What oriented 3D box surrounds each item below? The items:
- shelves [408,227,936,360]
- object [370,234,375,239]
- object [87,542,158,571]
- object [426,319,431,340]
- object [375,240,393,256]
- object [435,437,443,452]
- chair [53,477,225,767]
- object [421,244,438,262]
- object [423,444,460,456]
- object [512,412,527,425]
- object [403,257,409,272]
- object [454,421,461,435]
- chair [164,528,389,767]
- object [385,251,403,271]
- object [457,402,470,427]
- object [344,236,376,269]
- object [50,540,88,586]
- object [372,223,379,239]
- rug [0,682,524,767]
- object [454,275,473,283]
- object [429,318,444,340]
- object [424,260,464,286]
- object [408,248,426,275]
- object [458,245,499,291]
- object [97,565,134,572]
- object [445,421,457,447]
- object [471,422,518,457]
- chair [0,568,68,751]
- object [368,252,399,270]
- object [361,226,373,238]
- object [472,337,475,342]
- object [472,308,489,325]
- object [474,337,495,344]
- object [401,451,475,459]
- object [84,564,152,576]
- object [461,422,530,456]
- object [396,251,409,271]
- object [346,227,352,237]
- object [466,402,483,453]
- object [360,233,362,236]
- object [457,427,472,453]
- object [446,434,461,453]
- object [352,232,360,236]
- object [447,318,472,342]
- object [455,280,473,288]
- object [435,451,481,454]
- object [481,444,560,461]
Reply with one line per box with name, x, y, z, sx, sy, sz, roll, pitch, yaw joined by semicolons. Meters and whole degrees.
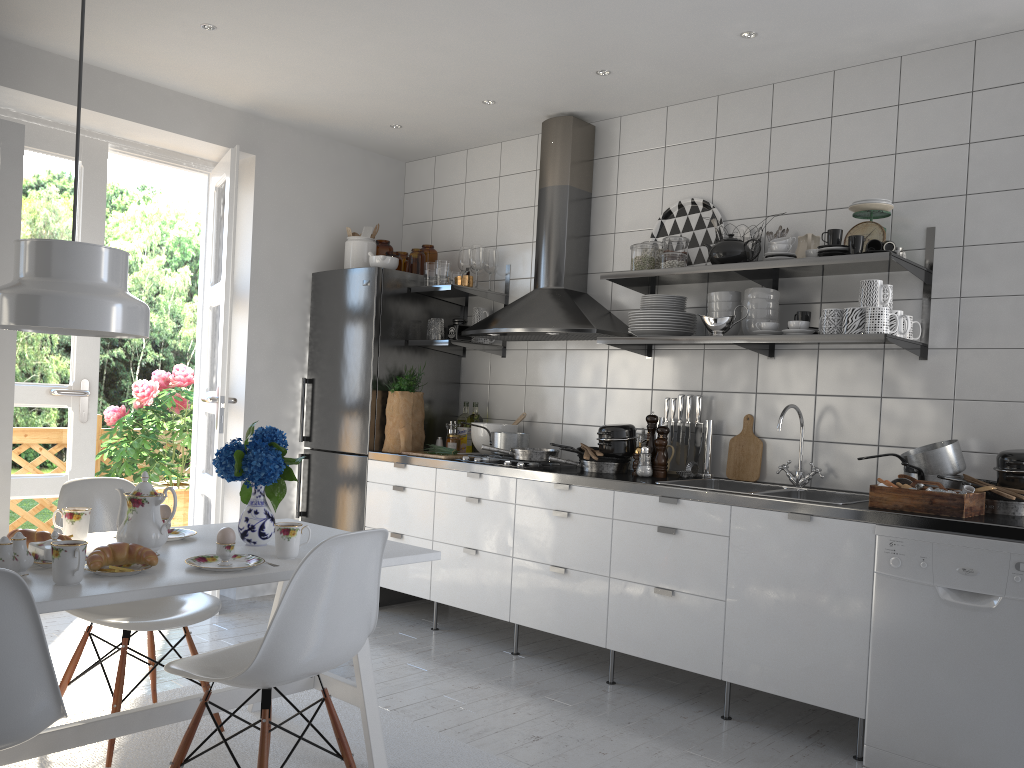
shelves;0.526;-0.388;4.094;2.537;0.512;0.427;2;-1;42
object;-0.809;-0.737;5.017;0.050;0.247;0.114;3;1;7
object;-0.971;0.427;2.201;0.161;0.057;0.124;4;-1;-33
object;-0.426;-0.290;4.829;0.086;0.119;0.086;3;0;-38
object;-0.761;-0.719;5.187;0.117;0.236;0.117;3;1;-23
object;-0.396;0.329;4.827;0.046;0.084;0.046;3;1;19
chair;-1.231;0.725;2.870;0.542;0.801;0.465;3;1;36
object;-0.481;-0.689;5.031;0.097;0.195;0.097;3;1;41
object;-0.382;0.337;4.522;0.142;0.053;0.276;3;-1;-33
object;-0.039;0.262;4.698;0.221;0.232;0.080;3;1;2
object;-0.576;-0.658;5.081;0.093;0.127;0.093;3;0;-27
object;-0.317;0.291;4.896;0.059;0.172;0.059;3;1;1
chair;-0.603;0.745;2.288;0.542;0.801;0.465;3;1;31
object;-0.686;-0.677;5.085;0.113;0.154;0.113;3;0;-20
object;-0.261;0.239;4.936;0.066;0.282;0.066;4;1;37
object;-0.857;-0.715;5.005;0.173;0.208;0.174;3;0;37
object;-1.015;0.411;2.024;0.078;0.095;0.091;3;0;-12
object;-0.804;-0.759;5.009;0.131;0.296;0.056;3;1;21
rug;-1.190;1.117;2.282;1.425;0.004;2.311;2;-2;42
object;-0.257;-0.549;4.708;0.100;0.048;0.100;3;-1;-25
object;-0.401;-0.291;4.732;0.086;0.119;0.086;3;0;38
object;-0.373;-0.582;4.785;0.190;0.134;0.229;3;-1;32
object;-0.528;-0.672;4.935;0.093;0.154;0.093;3;1;-26
object;-0.191;-0.626;4.882;0.192;0.245;0.206;3;0;40
object;-0.958;0.447;2.152;0.070;0.036;0.109;3;-1;-40
object;-0.335;0.288;4.834;0.059;0.172;0.059;3;1;1
object;-0.096;0.298;4.709;0.247;0.175;0.247;3;0;-8
chair;-1.127;0.706;1.713;0.465;0.801;0.542;3;0;-34
object;-0.694;-0.661;4.833;0.159;0.110;0.173;3;-1;37
object;-0.849;-0.760;5.012;0.064;0.290;0.141;3;1;16
object;-0.216;-0.268;4.907;0.108;0.100;0.083;3;0;31
object;-0.176;-0.367;4.870;0.083;0.100;0.108;3;0;-14
object;-0.154;-0.266;4.851;0.108;0.100;0.083;3;0;31
object;-0.377;0.361;4.521;0.330;0.012;0.220;2;-2;42
object;-0.971;0.456;2.184;0.158;0.016;0.158;4;-1;-38
object;-0.082;0.277;4.484;0.348;0.154;0.200;3;0;-9
object;-0.662;-0.688;5.269;0.113;0.187;0.113;3;0;-19
object;-0.903;-0.748;5.008;0.054;0.263;0.149;3;1;17
object;-0.204;0.241;4.877;0.089;0.282;0.082;4;1;42
object;-0.836;-0.738;5.037;0.118;0.250;0.033;3;1;42
object;-0.261;0.309;4.859;0.077;0.141;0.044;3;1;42
object;-0.314;0.324;4.768;0.078;0.101;0.078;3;0;8
object;-0.883;-0.742;5.021;0.061;0.251;0.117;3;1;-18
object;-0.279;-0.287;4.722;0.100;0.123;0.100;3;0;-38
object;-0.256;-0.527;4.708;0.100;0.036;0.100;3;-1;-29
object;-0.301;0.374;4.847;0.180;0.008;0.272;2;-2;42
object;0.053;0.324;4.216;0.351;0.061;0.232;2;-1;20
